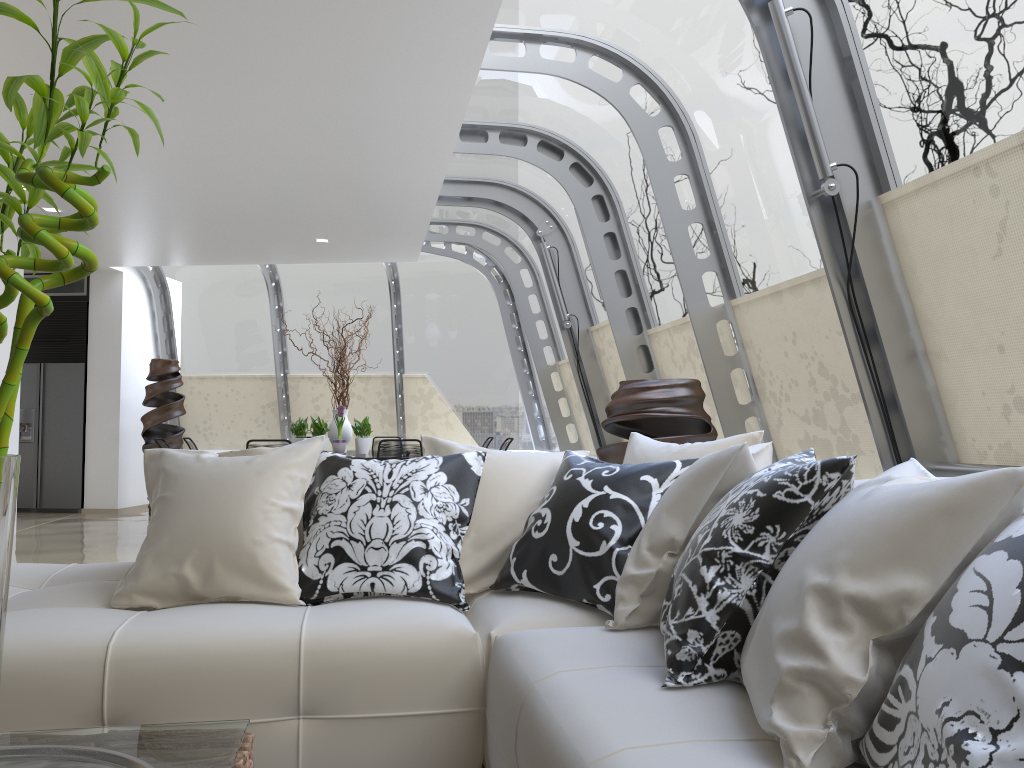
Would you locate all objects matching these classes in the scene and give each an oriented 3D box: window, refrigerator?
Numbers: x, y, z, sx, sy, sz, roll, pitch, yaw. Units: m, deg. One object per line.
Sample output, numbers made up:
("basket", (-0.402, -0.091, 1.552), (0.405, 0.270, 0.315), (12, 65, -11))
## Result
("window", (-5.935, -0.180, 5.250), (16.693, 3.674, 16.171), (0, -3, -4))
("refrigerator", (-5.633, 0.624, 10.769), (1.006, 1.742, 0.234), (0, -3, 4))

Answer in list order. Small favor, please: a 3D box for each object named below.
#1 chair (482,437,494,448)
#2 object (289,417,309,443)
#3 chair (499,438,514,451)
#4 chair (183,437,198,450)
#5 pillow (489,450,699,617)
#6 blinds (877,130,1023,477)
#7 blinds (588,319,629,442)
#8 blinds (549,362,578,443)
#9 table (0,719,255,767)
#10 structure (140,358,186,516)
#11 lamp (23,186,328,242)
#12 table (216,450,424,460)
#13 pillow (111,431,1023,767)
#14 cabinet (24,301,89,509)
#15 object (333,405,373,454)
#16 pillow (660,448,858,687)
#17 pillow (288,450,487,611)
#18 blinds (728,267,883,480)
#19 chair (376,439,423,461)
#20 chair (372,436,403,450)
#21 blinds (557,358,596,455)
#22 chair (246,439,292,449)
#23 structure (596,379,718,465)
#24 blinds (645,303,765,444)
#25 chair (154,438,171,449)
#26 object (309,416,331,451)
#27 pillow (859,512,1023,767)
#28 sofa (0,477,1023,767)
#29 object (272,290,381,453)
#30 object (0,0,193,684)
("chair", (-0.556, 0.834, 9.625), (0.688, 0.519, 0.446), (0, -3, -10))
("object", (-2.115, 0.505, 8.840), (0.215, 0.369, 0.284), (-2, -3, 29))
("chair", (-0.343, 0.767, 8.368), (0.688, 0.519, 0.446), (0, -3, -10))
("chair", (-3.037, 0.813, 9.207), (0.688, 0.519, 0.446), (0, -3, -10))
("pillow", (0.251, 0.446, 2.653), (0.405, 0.483, 0.599), (3, -4, -41))
("blinds", (1.764, -0.184, 2.943), (0.387, 1.214, 1.376), (0, -3, -10))
("blinds", (0.997, 0.060, 7.477), (0.387, 1.214, 1.376), (0, -3, -10))
("blinds", (0.642, 0.857, 10.688), (0.663, 2.118, 1.829), (0, -3, -10))
("table", (-0.903, 0.828, 1.183), (1.007, 0.448, 0.923), (0, -3, -9))
("structure", (-4.102, 0.627, 10.426), (0.498, 1.843, 0.493), (0, -3, 2))
("lamp", (-5.845, -1.748, 3.391), (9.775, 0.004, 9.928), (0, -3, -9))
("table", (-1.675, 1.063, 8.722), (2.494, 0.759, 3.031), (0, -3, -10))
("pillow", (0.364, 0.371, 2.022), (1.656, 0.530, 3.322), (2, -4, -39))
("cabinet", (-6.206, 0.303, 11.129), (2.252, 2.558, 0.831), (0, -3, 5))
("object", (-1.524, 0.444, 8.639), (0.417, 0.476, 0.238), (-1, -3, 18))
("pillow", (0.516, 0.378, 1.945), (0.382, 0.467, 0.608), (-1, -3, 10))
("pillow", (-0.404, 0.440, 2.741), (0.604, 0.471, 0.394), (0, -3, 6))
("blinds", (1.538, -0.009, 4.448), (0.329, 1.027, 1.430), (0, -3, -10))
("chair", (-0.926, 0.707, 7.249), (0.446, 0.519, 0.688), (0, -3, -10))
("chair", (-1.448, 0.872, 10.330), (0.446, 0.519, 0.688), (0, -3, -10))
("blinds", (0.768, 0.235, 8.996), (0.329, 1.027, 1.430), (0, -3, -10))
("chair", (-1.910, 0.698, 7.083), (0.446, 0.519, 0.688), (0, -3, -10))
("structure", (0.732, 0.607, 4.432), (0.672, 1.258, 0.674), (2, -4, -33))
("blinds", (1.281, 0.073, 5.964), (0.329, 1.027, 1.430), (0, -3, -10))
("chair", (-2.824, 0.745, 7.950), (0.688, 0.519, 0.446), (0, -3, -10))
("object", (-1.839, 0.484, 8.449), (0.215, 0.369, 0.284), (-1, -3, 24))
("pillow", (0.661, 0.339, 1.083), (0.383, 0.463, 0.606), (-1, -3, 9))
("sofa", (-0.182, 0.628, 1.569), (3.257, 0.866, 4.169), (0, -3, -10))
("object", (-1.858, -0.089, 8.796), (1.031, 1.549, 1.135), (1, -3, -17))
("object", (-0.781, -0.153, 1.278), (0.673, 1.546, 0.584), (-2, -4, 29))
